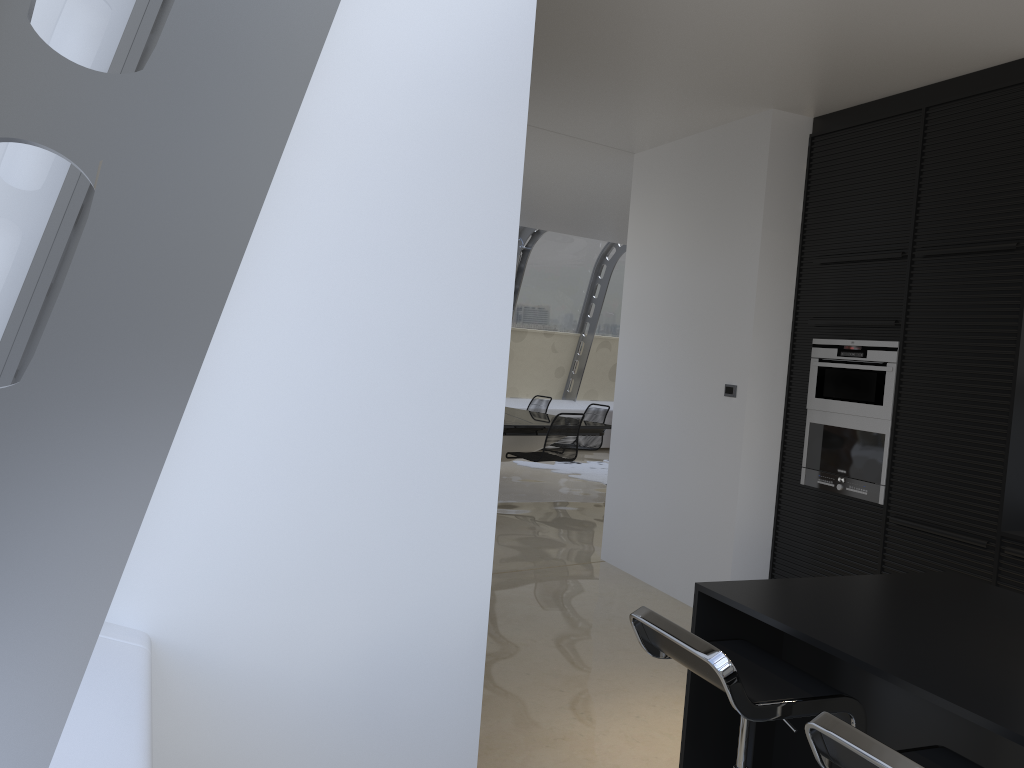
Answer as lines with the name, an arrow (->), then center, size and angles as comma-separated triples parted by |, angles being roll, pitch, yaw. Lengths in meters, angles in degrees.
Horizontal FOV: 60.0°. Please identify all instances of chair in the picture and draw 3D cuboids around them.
chair -> 0.331, 0.494, 8.347 | 0.446, 0.519, 0.688 | 3, 3, -37
chair -> 0.096, 0.388, 10.354 | 0.688, 0.519, 0.446 | 3, 3, -37
chair -> 0.543, 1.009, 2.191 | 0.460, 0.857, 0.418 | 3, 3, -23
chair -> 0.793, 1.055, 1.591 | 0.460, 0.857, 0.418 | 3, 3, -23
chair -> 0.689, 0.469, 9.556 | 0.688, 0.519, 0.446 | 3, 3, -37

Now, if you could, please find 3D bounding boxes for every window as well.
window -> 4.238, 0.084, 6.802 | 16.171, 3.674, 16.693 | 3, 3, -31

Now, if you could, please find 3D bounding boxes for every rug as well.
rug -> 1.948, 1.167, 10.834 | 2.705, 0.008, 3.220 | 3, 3, -37

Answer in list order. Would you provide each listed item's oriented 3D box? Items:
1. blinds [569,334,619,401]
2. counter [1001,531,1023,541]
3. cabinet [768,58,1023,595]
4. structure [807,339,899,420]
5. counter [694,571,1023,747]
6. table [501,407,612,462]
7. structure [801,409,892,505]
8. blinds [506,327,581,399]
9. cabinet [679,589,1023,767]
blinds -> 1.543, -0.216, 13.814 | 1.430, 1.027, 0.329 | 3, 3, -37
counter -> 3.209, 0.799, 2.257 | 0.804, 0.025, 3.738 | 3, 3, -24
cabinet -> 2.974, 0.144, 2.879 | 0.831, 2.901, 5.157 | 3, 3, -24
structure -> 1.768, -0.035, 4.634 | 0.061, 0.388, 0.592 | 3, 3, -23
counter -> 1.739, 0.736, 0.989 | 1.006, 0.018, 3.800 | 3, 3, -24
table -> -0.911, 0.645, 9.021 | 3.031, 0.759, 2.494 | 3, 3, -37
structure -> 1.740, 0.368, 4.652 | 0.023, 0.420, 0.592 | 3, 3, -23
blinds -> 0.311, -0.272, 12.893 | 1.430, 1.027, 0.329 | 3, 3, -37
cabinet -> 1.706, 1.162, 1.007 | 1.007, 0.838, 3.800 | 3, 3, -24
